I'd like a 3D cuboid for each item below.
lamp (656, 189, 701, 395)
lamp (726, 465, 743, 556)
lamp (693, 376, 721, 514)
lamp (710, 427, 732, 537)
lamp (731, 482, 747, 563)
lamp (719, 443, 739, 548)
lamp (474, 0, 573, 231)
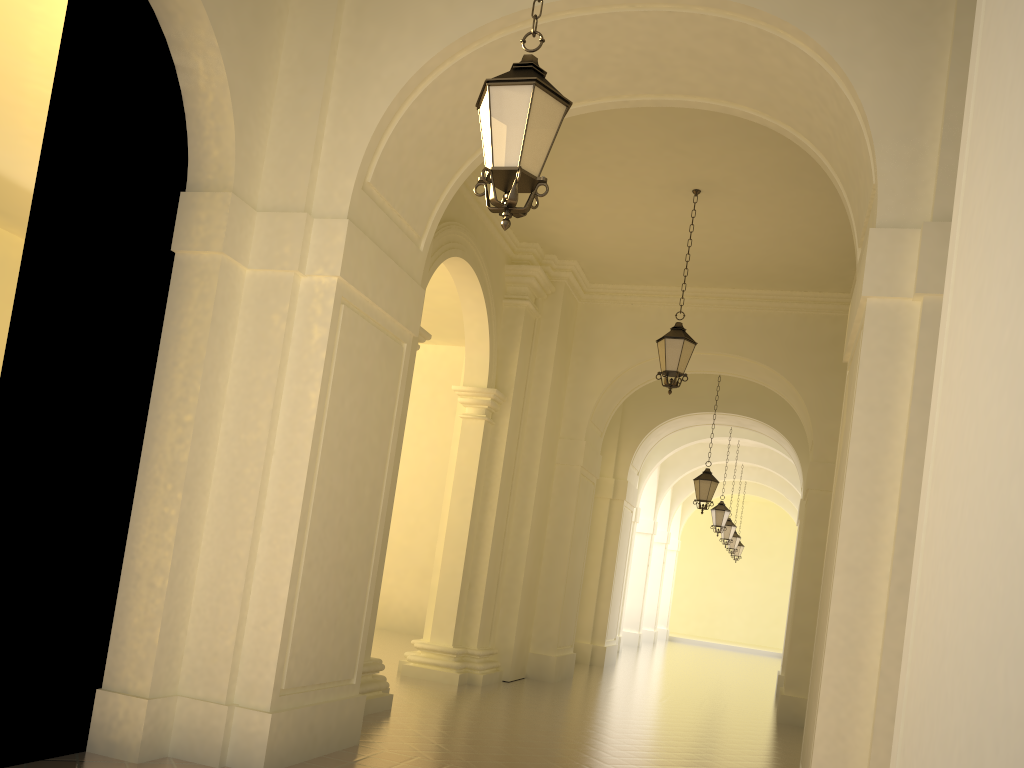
[{"bbox_3d":[2.083,-1.121,10.656,0.518,2.538,0.440,12,-5,-42],"label":"lamp"},{"bbox_3d":[7.459,4.076,28.981,0.507,3.275,0.449,7,-4,18],"label":"lamp"},{"bbox_3d":[3.852,0.872,16.791,0.445,3.275,0.512,9,-4,-12],"label":"lamp"},{"bbox_3d":[5.278,2.139,21.611,0.507,3.275,0.449,7,-4,18],"label":"lamp"},{"bbox_3d":[8.533,5.030,32.611,0.507,3.275,0.449,7,-4,18],"label":"lamp"},{"bbox_3d":[6.378,3.116,25.330,0.507,3.275,0.449,7,-4,18],"label":"lamp"},{"bbox_3d":[0.196,-2.375,4.439,0.445,3.275,0.512,9,-4,-12],"label":"lamp"}]
